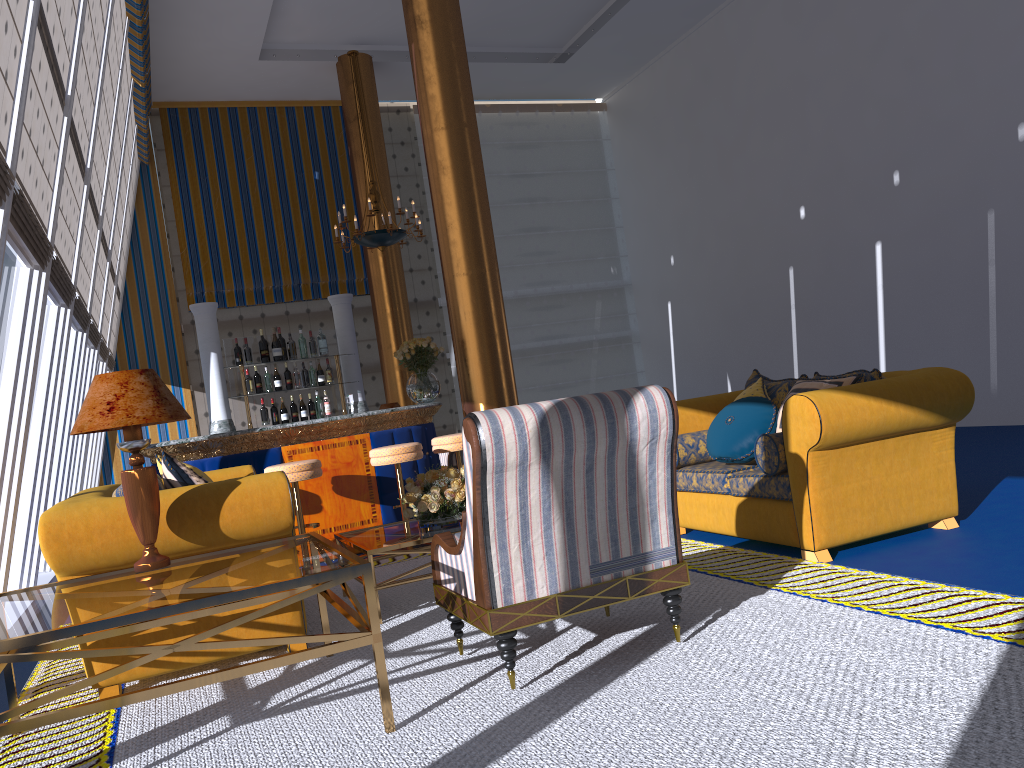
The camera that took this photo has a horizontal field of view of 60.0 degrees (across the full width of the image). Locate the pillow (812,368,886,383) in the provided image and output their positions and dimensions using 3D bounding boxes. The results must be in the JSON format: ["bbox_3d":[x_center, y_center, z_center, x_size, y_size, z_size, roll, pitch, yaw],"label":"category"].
[{"bbox_3d":[1.827,0.224,4.919,0.341,0.610,0.610,-8,0,-17],"label":"pillow"}]

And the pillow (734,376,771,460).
[{"bbox_3d":[1.468,0.206,5.358,0.233,0.491,0.608,-8,0,-17],"label":"pillow"}]

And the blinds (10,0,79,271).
[{"bbox_3d":[-2.351,-2.441,4.744,0.880,3.394,1.355,-8,0,-22],"label":"blinds"}]

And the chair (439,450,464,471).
[{"bbox_3d":[-0.540,0.747,10.771,0.789,0.966,0.788,-8,0,-22],"label":"chair"}]

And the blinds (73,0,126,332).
[{"bbox_3d":[-3.452,-2.240,7.536,0.880,3.394,1.355,-8,0,-22],"label":"blinds"}]

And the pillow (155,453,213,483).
[{"bbox_3d":[-1.727,0.640,4.840,0.329,0.583,0.576,-8,0,-2],"label":"pillow"}]

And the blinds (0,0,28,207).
[{"bbox_3d":[-1.809,-2.540,3.368,0.880,3.394,1.355,-8,0,-22],"label":"blinds"}]

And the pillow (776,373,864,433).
[{"bbox_3d":[1.638,0.193,4.834,0.330,0.456,0.518,-8,0,-22],"label":"pillow"}]

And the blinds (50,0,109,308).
[{"bbox_3d":[-2.896,-2.342,6.125,0.880,3.394,1.355,-8,0,-22],"label":"blinds"}]

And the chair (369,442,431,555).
[{"bbox_3d":[-0.813,0.840,6.586,0.395,0.782,0.401,-9,0,27],"label":"chair"}]

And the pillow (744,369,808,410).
[{"bbox_3d":[1.601,0.233,5.462,0.356,0.672,0.598,-8,0,-14],"label":"pillow"}]

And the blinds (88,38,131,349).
[{"bbox_3d":[-3.987,-2.142,8.893,0.880,3.394,1.355,-8,0,-22],"label":"blinds"}]

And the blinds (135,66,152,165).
[{"bbox_3d":[-4.905,-3.512,11.764,0.341,0.830,1.514,-8,-1,-22],"label":"blinds"}]

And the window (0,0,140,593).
[{"bbox_3d":[-2.768,-1.451,5.329,1.630,5.855,15.358,-8,-1,-22],"label":"window"}]

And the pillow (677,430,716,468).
[{"bbox_3d":[1.138,0.397,5.498,0.379,0.219,0.214,-8,0,-18],"label":"pillow"}]

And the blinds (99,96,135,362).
[{"bbox_3d":[-4.548,-2.040,10.316,0.880,3.394,1.355,-8,0,-22],"label":"blinds"}]

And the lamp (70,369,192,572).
[{"bbox_3d":[-1.483,0.343,3.524,0.447,0.783,0.445,-8,0,-7],"label":"lamp"}]

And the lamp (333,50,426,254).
[{"bbox_3d":[-1.706,-2.731,10.500,1.049,2.421,1.070,-9,0,45],"label":"lamp"}]

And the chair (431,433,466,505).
[{"bbox_3d":[-0.397,0.785,7.058,0.394,0.782,0.402,-9,0,38],"label":"chair"}]

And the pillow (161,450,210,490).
[{"bbox_3d":[-1.531,0.608,4.339,0.283,0.619,0.685,-8,0,-24],"label":"pillow"}]

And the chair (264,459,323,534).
[{"bbox_3d":[-1.481,0.935,6.203,0.396,0.782,0.400,-9,0,16],"label":"chair"}]

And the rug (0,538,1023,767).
[{"bbox_3d":[-0.079,1.085,3.433,3.617,0.010,6.212,-8,-1,-22],"label":"rug"}]

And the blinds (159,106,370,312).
[{"bbox_3d":[-3.557,-2.662,13.041,2.679,2.990,0.151,-8,0,-23],"label":"blinds"}]

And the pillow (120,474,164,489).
[{"bbox_3d":[-1.947,0.731,4.741,0.248,0.546,0.606,-8,0,-25],"label":"pillow"}]

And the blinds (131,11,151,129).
[{"bbox_3d":[-4.344,-3.615,10.342,0.341,0.830,1.514,-8,-1,-22],"label":"blinds"}]

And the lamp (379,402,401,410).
[{"bbox_3d":[-1.536,0.639,11.511,0.450,0.783,0.442,-8,0,-37],"label":"lamp"}]

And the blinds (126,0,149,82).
[{"bbox_3d":[-3.784,-3.717,8.923,0.341,0.830,1.514,-8,-1,-22],"label":"blinds"}]

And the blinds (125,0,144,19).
[{"bbox_3d":[-3.223,-3.819,7.499,0.341,0.830,1.514,-8,-1,-22],"label":"blinds"}]

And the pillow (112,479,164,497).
[{"bbox_3d":[-1.727,0.689,4.182,0.248,0.549,0.603,-8,0,-25],"label":"pillow"}]

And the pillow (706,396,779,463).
[{"bbox_3d":[1.320,0.266,5.100,0.456,0.367,0.394,-9,0,28],"label":"pillow"}]

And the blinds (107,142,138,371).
[{"bbox_3d":[-5.087,-1.942,11.684,0.880,3.394,1.355,-8,0,-22],"label":"blinds"}]

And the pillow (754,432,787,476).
[{"bbox_3d":[1.466,0.336,4.575,0.375,0.219,0.214,-8,0,-18],"label":"pillow"}]

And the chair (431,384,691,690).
[{"bbox_3d":[0.157,0.545,3.382,0.799,0.966,0.779,-8,0,-22],"label":"chair"}]

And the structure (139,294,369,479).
[{"bbox_3d":[-2.145,0.346,7.923,2.332,2.196,0.762,-8,0,-31],"label":"structure"}]
